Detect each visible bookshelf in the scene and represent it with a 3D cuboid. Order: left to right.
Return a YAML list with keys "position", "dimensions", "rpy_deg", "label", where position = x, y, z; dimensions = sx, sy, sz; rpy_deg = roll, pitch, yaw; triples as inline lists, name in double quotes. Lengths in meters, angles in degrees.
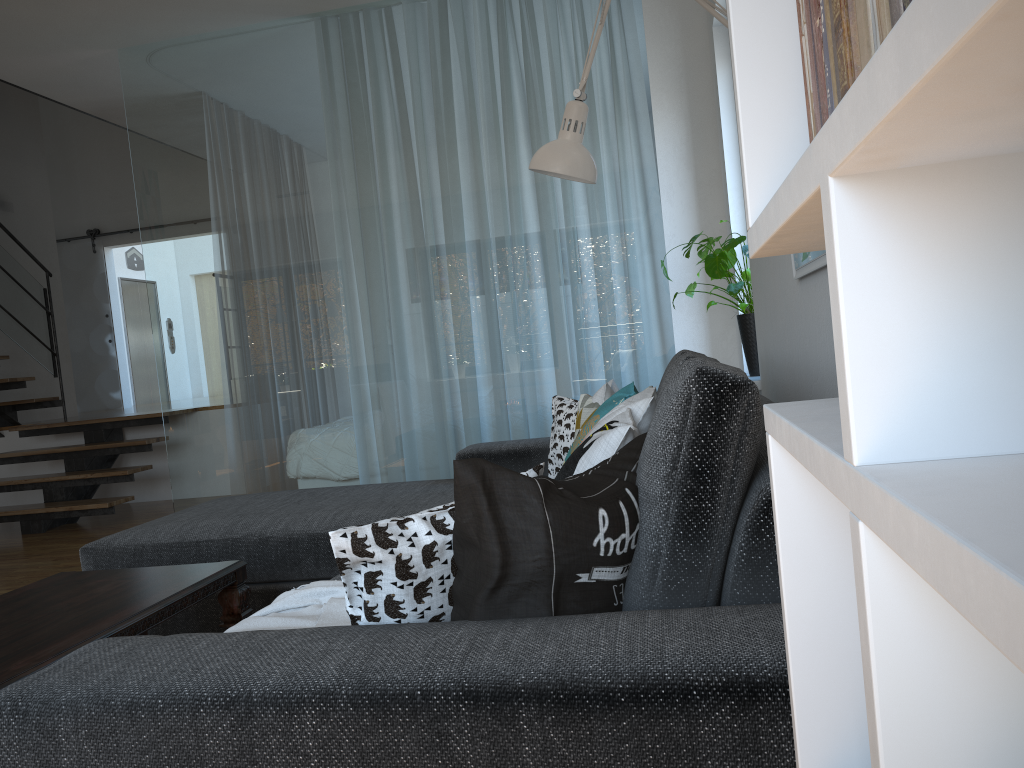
- position: [0.212, 0.231, 0.037]
  dimensions: [0.237, 1.201, 1.189]
  rpy_deg: [-6, 2, 10]
  label: "bookshelf"

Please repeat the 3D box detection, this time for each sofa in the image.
- position: [-0.389, 0.432, 2.229]
  dimensions: [2.164, 0.848, 2.506]
  rpy_deg: [-6, 2, 10]
  label: "sofa"

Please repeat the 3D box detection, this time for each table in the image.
- position: [-1.062, 0.724, 1.847]
  dimensions: [0.570, 0.409, 1.178]
  rpy_deg: [-6, 2, 10]
  label: "table"

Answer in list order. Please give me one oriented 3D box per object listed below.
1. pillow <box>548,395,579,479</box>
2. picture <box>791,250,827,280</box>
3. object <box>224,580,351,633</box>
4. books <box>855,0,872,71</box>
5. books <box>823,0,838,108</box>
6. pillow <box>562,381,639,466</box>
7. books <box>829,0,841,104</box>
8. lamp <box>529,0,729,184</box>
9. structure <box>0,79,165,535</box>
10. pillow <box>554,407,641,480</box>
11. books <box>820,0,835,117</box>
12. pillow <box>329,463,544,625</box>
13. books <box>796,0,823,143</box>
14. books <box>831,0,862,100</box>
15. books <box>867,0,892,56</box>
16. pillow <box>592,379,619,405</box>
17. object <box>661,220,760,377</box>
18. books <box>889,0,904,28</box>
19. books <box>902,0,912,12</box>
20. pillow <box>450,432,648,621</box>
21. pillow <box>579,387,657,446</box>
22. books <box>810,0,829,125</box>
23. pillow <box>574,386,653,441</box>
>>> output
- position: [0.236, 0.188, 3.053]
  dimensions: [0.160, 0.320, 0.334]
  rpy_deg: [-8, 3, -44]
  label: "pillow"
- position: [0.611, -0.300, 1.738]
  dimensions: [0.021, 0.136, 0.836]
  rpy_deg: [-6, 2, 10]
  label: "picture"
- position: [-0.249, 0.450, 1.574]
  dimensions: [0.606, 0.212, 0.488]
  rpy_deg: [-6, 2, 7]
  label: "object"
- position: [0.231, -0.211, 0.419]
  dimensions: [0.135, 0.208, 0.048]
  rpy_deg: [-6, 3, 11]
  label: "books"
- position: [0.243, -0.216, 0.495]
  dimensions: [0.129, 0.209, 0.035]
  rpy_deg: [-6, 3, 10]
  label: "books"
- position: [0.246, 0.177, 2.255]
  dimensions: [0.273, 0.340, 0.414]
  rpy_deg: [-6, 2, 10]
  label: "pillow"
- position: [0.240, -0.214, 0.473]
  dimensions: [0.136, 0.209, 0.044]
  rpy_deg: [-6, 3, 11]
  label: "books"
- position: [0.353, -0.920, 2.458]
  dimensions: [0.698, 0.670, 0.200]
  rpy_deg: [-5, 3, 20]
  label: "lamp"
- position: [-3.954, -0.796, 6.240]
  dimensions: [2.685, 4.134, 4.578]
  rpy_deg: [-6, 2, 10]
  label: "structure"
- position: [0.122, 0.222, 1.573]
  dimensions: [0.266, 0.318, 0.382]
  rpy_deg: [-6, 2, 10]
  label: "pillow"
- position: [0.247, -0.214, 0.511]
  dimensions: [0.136, 0.210, 0.033]
  rpy_deg: [-6, 3, 11]
  label: "books"
- position: [-0.098, 0.285, 1.207]
  dimensions: [0.357, 0.313, 0.169]
  rpy_deg: [-8, 3, -39]
  label: "pillow"
- position: [0.250, -0.209, 0.562]
  dimensions: [0.124, 0.191, 0.047]
  rpy_deg: [-6, 3, 10]
  label: "books"
- position: [0.231, -0.213, 0.448]
  dimensions: [0.133, 0.210, 0.044]
  rpy_deg: [-6, 3, 11]
  label: "books"
- position: [0.225, -0.210, 0.392]
  dimensions: [0.133, 0.209, 0.044]
  rpy_deg: [-6, 3, 10]
  label: "books"
- position: [0.283, 0.162, 2.820]
  dimensions: [0.173, 0.344, 0.359]
  rpy_deg: [-6, 2, 10]
  label: "pillow"
- position: [0.878, -0.357, 3.699]
  dimensions: [0.447, 0.675, 0.657]
  rpy_deg: [-6, 2, 1]
  label: "object"
- position: [0.223, -0.207, 0.370]
  dimensions: [0.131, 0.204, 0.035]
  rpy_deg: [-6, 3, 10]
  label: "books"
- position: [0.220, -0.208, 0.348]
  dimensions: [0.133, 0.208, 0.044]
  rpy_deg: [-6, 3, 11]
  label: "books"
- position: [0.086, 0.249, 1.229]
  dimensions: [0.234, 0.358, 0.449]
  rpy_deg: [-4, 3, 36]
  label: "pillow"
- position: [0.189, 0.209, 1.910]
  dimensions: [0.285, 0.368, 0.436]
  rpy_deg: [-6, 2, 10]
  label: "pillow"
- position: [0.250, -0.216, 0.534]
  dimensions: [0.129, 0.205, 0.043]
  rpy_deg: [-6, 3, 10]
  label: "books"
- position: [0.315, 0.186, 2.577]
  dimensions: [0.242, 0.363, 0.454]
  rpy_deg: [-7, 2, -23]
  label: "pillow"
